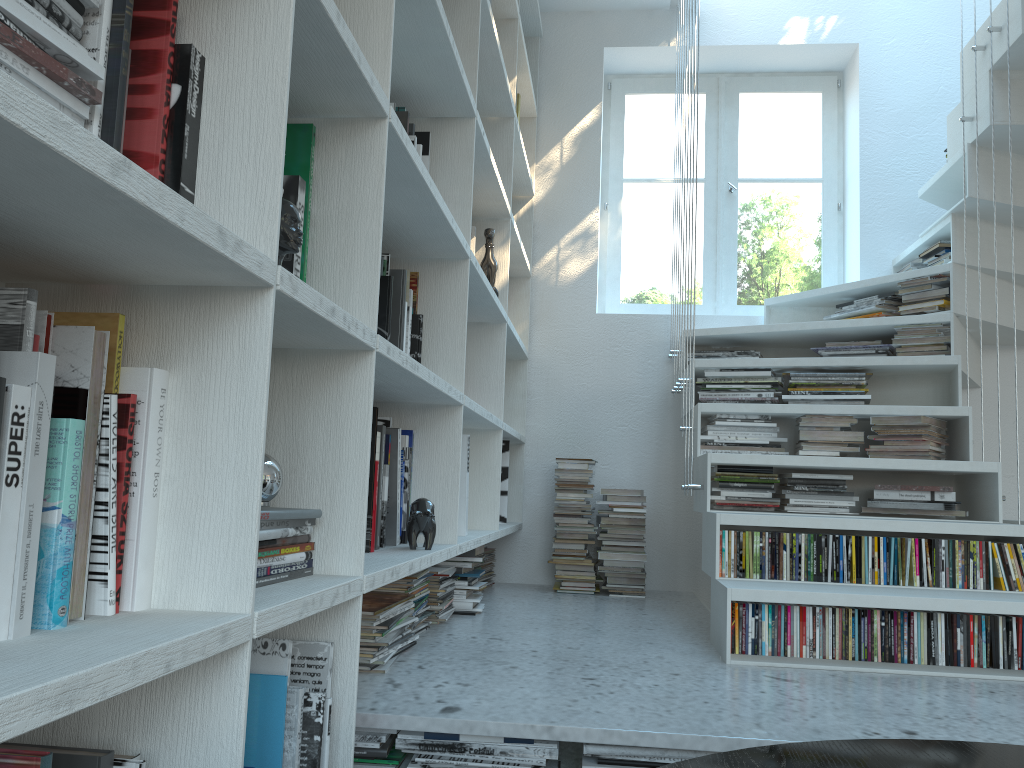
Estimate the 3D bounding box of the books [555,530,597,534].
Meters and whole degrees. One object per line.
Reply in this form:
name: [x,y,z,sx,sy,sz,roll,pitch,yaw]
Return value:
books: [0.258,0.599,3.620,0.161,0.010,0.225,2,-7,2]

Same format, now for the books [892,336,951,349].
books: [1.536,-0.140,3.282,0.200,0.023,0.262,-2,-8,33]

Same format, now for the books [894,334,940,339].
books: [1.530,-0.154,3.293,0.149,0.006,0.291,-3,-8,35]

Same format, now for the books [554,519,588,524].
books: [0.241,0.559,3.626,0.134,0.014,0.188,2,-7,4]

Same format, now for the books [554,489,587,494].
books: [0.242,0.440,3.635,0.119,0.015,0.159,1,-7,10]

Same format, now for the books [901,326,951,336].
books: [1.538,-0.183,3.291,0.163,0.008,0.266,-1,-8,26]

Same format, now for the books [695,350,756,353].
books: [0.881,-0.121,3.656,0.239,0.008,0.160,0,-7,15]

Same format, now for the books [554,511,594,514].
books: [0.254,0.523,3.629,0.155,0.005,0.223,1,-7,8]

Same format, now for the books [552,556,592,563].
books: [0.247,0.712,3.608,0.160,0.014,0.198,2,-7,5]

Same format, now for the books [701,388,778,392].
books: [0.835,0.027,3.246,0.268,0.006,0.170,0,-7,17]

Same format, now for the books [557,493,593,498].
books: [0.254,0.455,3.632,0.144,0.015,0.206,2,-7,3]

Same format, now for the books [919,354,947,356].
books: [1.532,-0.084,3.282,0.168,0.008,0.241,-2,-8,34]

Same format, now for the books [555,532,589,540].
books: [0.242,0.615,3.620,0.128,0.022,0.258,2,-7,2]

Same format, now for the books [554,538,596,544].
books: [0.256,0.636,3.616,0.166,0.013,0.242,2,-7,4]

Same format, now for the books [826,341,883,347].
books: [1.330,-0.141,3.432,0.199,0.016,0.183,-1,-8,27]

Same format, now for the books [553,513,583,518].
books: [0.231,0.537,3.630,0.115,0.015,0.187,1,-7,7]

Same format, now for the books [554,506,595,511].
books: [0.257,0.507,3.626,0.152,0.013,0.218,1,-7,10]

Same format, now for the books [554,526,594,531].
books: [0.253,0.589,3.622,0.159,0.010,0.197,2,-7,4]

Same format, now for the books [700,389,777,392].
books: [0.836,0.033,3.247,0.262,0.006,0.185,0,-7,21]

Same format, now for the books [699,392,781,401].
books: [0.835,0.050,3.246,0.264,0.018,0.166,-1,-8,25]

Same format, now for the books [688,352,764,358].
books: [0.879,-0.110,3.649,0.288,0.017,0.151,0,-7,21]

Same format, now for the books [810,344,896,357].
books: [1.331,-0.130,3.433,0.299,0.006,0.193,-2,-8,31]

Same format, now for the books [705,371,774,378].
books: [0.836,-0.025,3.249,0.230,0.015,0.190,0,-7,20]

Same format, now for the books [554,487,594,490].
books: [0.256,0.429,3.635,0.150,0.008,0.214,1,-7,8]

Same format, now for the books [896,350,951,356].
books: [1.534,-0.096,3.283,0.179,0.015,0.223,-2,-8,30]

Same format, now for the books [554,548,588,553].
books: [0.239,0.674,3.614,0.135,0.013,0.184,2,-7,3]

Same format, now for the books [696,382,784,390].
books: [0.837,0.009,3.251,0.289,0.008,0.162,-1,-8,25]

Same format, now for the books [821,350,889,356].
books: [1.331,-0.110,3.431,0.233,0.010,0.170,-1,-8,26]

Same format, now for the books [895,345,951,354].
books: [1.534,-0.112,3.285,0.173,0.018,0.238,-2,-8,33]

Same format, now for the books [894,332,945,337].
books: [1.528,-0.160,3.294,0.159,0.007,0.285,-2,-8,32]

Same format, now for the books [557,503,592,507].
books: [0.252,0.495,3.628,0.133,0.012,0.251,2,-7,1]

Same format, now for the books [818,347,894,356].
books: [1.338,-0.119,3.443,0.254,0.012,0.161,-2,-8,30]

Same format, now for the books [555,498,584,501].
books: [0.238,0.474,3.632,0.116,0.006,0.222,2,-7,4]

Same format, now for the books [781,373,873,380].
books: [1.115,-0.027,3.152,0.298,0.007,0.134,0,-7,15]

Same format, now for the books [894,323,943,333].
books: [1.527,-0.191,3.299,0.158,0.007,0.300,-2,-8,31]

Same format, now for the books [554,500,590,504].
books: [0.247,0.483,3.630,0.133,0.012,0.191,1,-7,9]

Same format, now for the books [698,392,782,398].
books: [0.838,0.040,3.255,0.292,0.005,0.152,0,-7,18]

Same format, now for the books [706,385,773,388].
books: [0.836,0.019,3.248,0.231,0.011,0.171,0,-7,17]

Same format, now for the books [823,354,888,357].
books: [1.341,-0.091,3.447,0.230,0.022,0.141,-2,-8,29]

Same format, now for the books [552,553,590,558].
books: [0.241,0.693,3.611,0.139,0.010,0.190,1,-7,9]

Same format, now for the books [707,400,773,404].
books: [0.838,0.076,3.254,0.228,0.014,0.149,0,-7,18]

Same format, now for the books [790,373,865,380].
books: [1.107,-0.021,3.124,0.243,0.013,0.191,0,-7,17]

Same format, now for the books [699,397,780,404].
books: [0.834,0.063,3.243,0.275,0.009,0.177,0,-7,19]

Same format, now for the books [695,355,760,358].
books: [0.875,-0.100,3.635,0.262,0.006,0.185,1,-7,12]

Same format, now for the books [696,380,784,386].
books: [0.837,0.003,3.251,0.292,0.005,0.168,-1,-8,24]

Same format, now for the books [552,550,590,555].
books: [0.240,0.684,3.612,0.135,0.008,0.231,1,-7,9]

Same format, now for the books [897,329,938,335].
books: [1.519,-0.171,3.302,0.132,0.016,0.262,-2,-8,29]

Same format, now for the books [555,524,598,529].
books: [0.261,0.581,3.622,0.166,0.007,0.216,2,-7,2]

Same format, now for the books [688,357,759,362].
books: [0.876,-0.091,3.638,0.282,0.010,0.169,0,-7,21]

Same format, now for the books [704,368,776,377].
books: [0.840,-0.038,3.260,0.235,0.014,0.166,-1,-7,23]

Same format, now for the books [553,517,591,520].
books: [0.247,0.549,3.627,0.151,0.007,0.184,1,-7,6]

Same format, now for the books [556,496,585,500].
books: [0.239,0.466,3.633,0.118,0.008,0.234,2,-7,4]

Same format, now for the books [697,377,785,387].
books: [0.845,-0.006,3.272,0.298,0.017,0.136,-1,-7,22]

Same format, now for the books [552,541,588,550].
books: [0.237,0.655,3.616,0.130,0.025,0.178,1,-7,9]

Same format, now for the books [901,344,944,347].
books: [1.526,-0.124,3.291,0.144,0.008,0.208,-1,-8,26]
